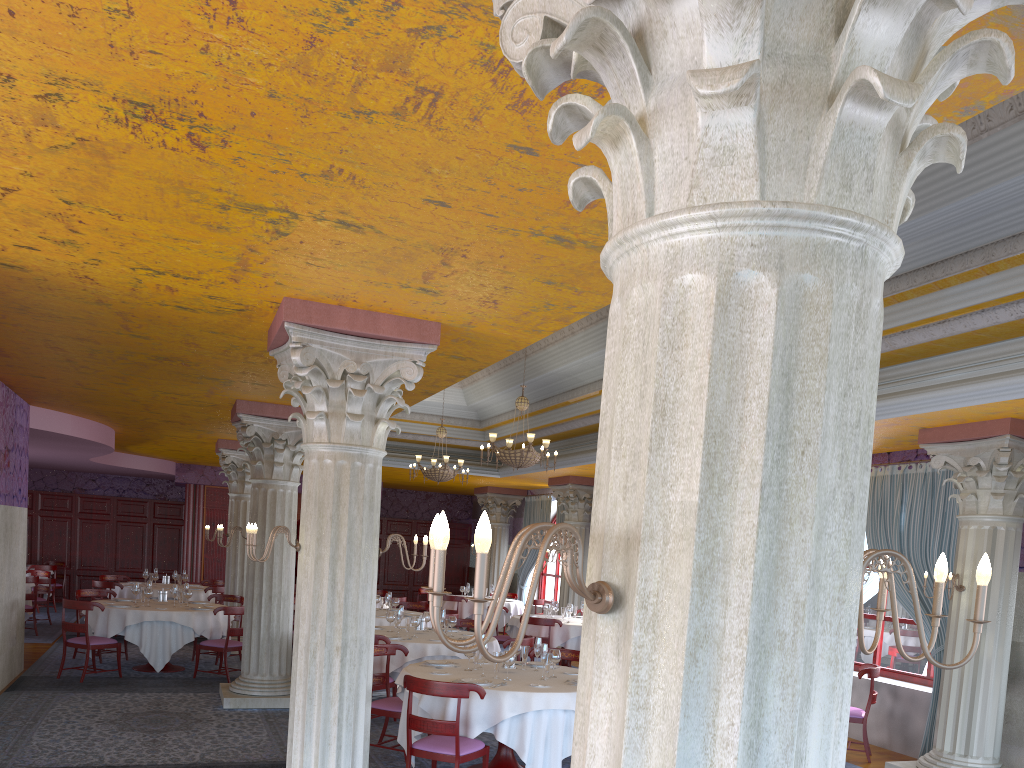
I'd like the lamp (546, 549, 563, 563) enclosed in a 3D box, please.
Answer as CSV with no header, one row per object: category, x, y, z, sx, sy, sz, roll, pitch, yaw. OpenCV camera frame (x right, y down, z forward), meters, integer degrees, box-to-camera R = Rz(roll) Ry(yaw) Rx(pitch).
lamp,0.872,3.484,17.347,0.385,0.275,0.339,8,-6,-33

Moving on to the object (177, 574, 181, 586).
object,-6.598,3.886,16.960,0.085,0.240,0.085,5,3,26

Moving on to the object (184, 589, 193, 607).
object,-4.784,3.159,12.640,0.122,0.267,0.121,4,2,-7

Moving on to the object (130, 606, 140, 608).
object,-5.288,3.108,11.924,0.054,0.020,0.261,-1,-12,28

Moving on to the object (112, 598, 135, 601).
object,-5.891,3.269,12.978,0.315,0.024,0.315,8,-12,-21

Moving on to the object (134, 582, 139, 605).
object,-5.430,3.029,12.374,0.073,0.339,0.073,5,4,15

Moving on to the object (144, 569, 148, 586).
object,-6.975,3.689,16.328,0.073,0.339,0.073,5,4,15

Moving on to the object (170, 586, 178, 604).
object,-5.150,3.217,13.066,0.122,0.267,0.121,4,2,-7

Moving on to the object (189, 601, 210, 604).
object,-4.885,3.415,13.381,0.315,0.024,0.315,8,-12,-21

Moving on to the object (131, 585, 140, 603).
object,-5.579,3.117,12.697,0.122,0.267,0.121,4,2,-7

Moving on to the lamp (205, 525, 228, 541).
lamp,-5.172,2.616,14.961,0.385,0.275,0.339,8,-6,-33

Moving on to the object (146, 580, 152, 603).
object,-5.470,3.131,12.915,0.073,0.339,0.073,5,4,15

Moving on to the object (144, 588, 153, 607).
object,-5.212,3.059,12.271,0.122,0.267,0.121,4,2,-7

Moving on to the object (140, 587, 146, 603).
object,-5.517,3.154,12.798,0.085,0.240,0.085,5,3,26

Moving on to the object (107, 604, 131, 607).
object,-5.493,3.102,11.975,0.315,0.024,0.315,8,-12,-21

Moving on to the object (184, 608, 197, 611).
object,-4.581,3.216,12.219,0.231,0.013,0.028,-1,-9,23

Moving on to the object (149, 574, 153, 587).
object,-6.858,3.738,16.288,0.086,0.240,0.084,2,3,-41

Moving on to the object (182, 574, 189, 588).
object,-6.329,3.820,16.594,0.123,0.267,0.120,3,2,-30

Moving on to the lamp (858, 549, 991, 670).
lamp,0.908,0.525,2.026,0.385,0.275,0.339,8,-6,-33

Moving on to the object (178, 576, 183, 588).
object,-6.393,3.810,16.496,0.086,0.240,0.085,4,2,4

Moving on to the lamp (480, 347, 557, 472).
lamp,0.152,0.136,11.956,0.952,2.198,0.958,5,2,24

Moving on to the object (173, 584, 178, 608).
object,-4.888,3.074,12.417,0.073,0.339,0.073,5,4,15

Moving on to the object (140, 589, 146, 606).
object,-5.312,3.078,12.334,0.086,0.240,0.084,2,3,-41

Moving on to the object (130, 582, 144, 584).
object,-7.437,3.929,16.932,0.315,0.024,0.315,8,-12,-21

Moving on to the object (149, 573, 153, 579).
object,-7.063,3.814,16.752,0.086,0.240,0.084,2,3,-41

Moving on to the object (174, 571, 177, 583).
object,-6.434,3.734,16.371,0.073,0.339,0.073,5,4,15

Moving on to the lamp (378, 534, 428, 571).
lamp,-0.806,1.258,6.411,0.385,0.275,0.339,8,-6,-33

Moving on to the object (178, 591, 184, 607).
object,-4.847,3.149,12.542,0.086,0.240,0.085,4,2,4

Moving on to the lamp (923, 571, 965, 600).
lamp,4.313,2.014,8.543,0.385,0.275,0.339,8,-6,-33

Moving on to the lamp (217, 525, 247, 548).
lamp,-3.458,1.884,10.576,0.385,0.275,0.339,8,-6,-33

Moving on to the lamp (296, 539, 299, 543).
lamp,-2.533,1.995,10.829,0.385,0.275,0.339,8,-6,-33

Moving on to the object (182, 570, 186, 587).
object,-6.474,3.836,16.912,0.073,0.339,0.073,5,4,15

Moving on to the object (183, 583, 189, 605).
object,-4.928,3.176,12.958,0.073,0.339,0.073,5,4,15

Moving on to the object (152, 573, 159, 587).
object,-6.758,3.720,16.226,0.122,0.267,0.121,4,2,-7

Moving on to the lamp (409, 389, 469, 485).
lamp,-1.275,0.746,15.607,0.952,2.198,0.958,5,2,24

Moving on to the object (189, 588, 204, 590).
object,-6.033,3.908,16.332,0.315,0.024,0.315,8,-12,-21

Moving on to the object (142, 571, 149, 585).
object,-7.124,3.777,16.652,0.122,0.267,0.121,4,2,-7

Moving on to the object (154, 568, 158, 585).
object,-7.015,3.791,16.869,0.073,0.339,0.073,5,4,15

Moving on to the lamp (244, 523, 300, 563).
lamp,-1.731,1.146,6.158,0.385,0.275,0.339,8,-6,-33

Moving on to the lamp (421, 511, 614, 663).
lamp,0.000,0.407,1.729,0.385,0.275,0.339,8,-6,-33

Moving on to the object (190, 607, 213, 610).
object,-4.487,3.248,12.377,0.315,0.024,0.315,8,-12,-21

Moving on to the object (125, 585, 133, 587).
object,-7.039,3.762,15.929,0.315,0.024,0.315,8,-12,-21

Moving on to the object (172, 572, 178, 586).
object,-6.696,3.877,17.020,0.122,0.267,0.121,4,2,-7

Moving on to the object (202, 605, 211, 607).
object,-4.602,3.361,12.964,0.158,0.009,0.161,4,-11,-1

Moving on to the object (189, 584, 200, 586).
object,-6.431,4.075,17.335,0.315,0.024,0.315,8,-12,-21

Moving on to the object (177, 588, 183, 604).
object,-5.052,3.225,13.005,0.086,0.240,0.084,2,3,-41
